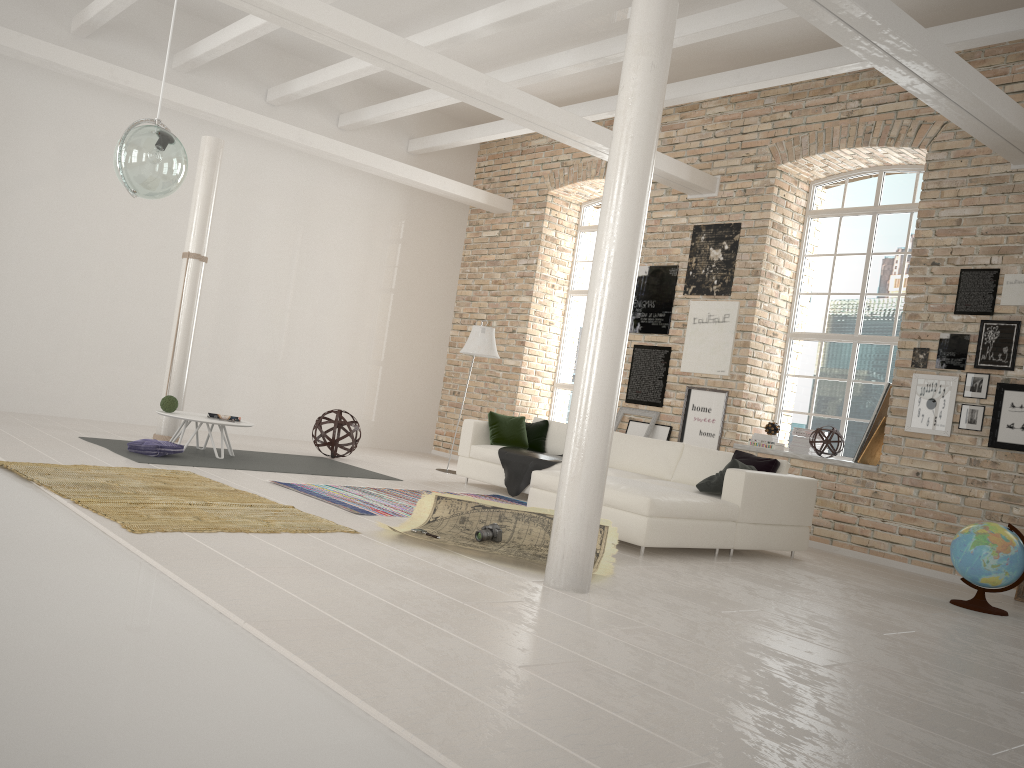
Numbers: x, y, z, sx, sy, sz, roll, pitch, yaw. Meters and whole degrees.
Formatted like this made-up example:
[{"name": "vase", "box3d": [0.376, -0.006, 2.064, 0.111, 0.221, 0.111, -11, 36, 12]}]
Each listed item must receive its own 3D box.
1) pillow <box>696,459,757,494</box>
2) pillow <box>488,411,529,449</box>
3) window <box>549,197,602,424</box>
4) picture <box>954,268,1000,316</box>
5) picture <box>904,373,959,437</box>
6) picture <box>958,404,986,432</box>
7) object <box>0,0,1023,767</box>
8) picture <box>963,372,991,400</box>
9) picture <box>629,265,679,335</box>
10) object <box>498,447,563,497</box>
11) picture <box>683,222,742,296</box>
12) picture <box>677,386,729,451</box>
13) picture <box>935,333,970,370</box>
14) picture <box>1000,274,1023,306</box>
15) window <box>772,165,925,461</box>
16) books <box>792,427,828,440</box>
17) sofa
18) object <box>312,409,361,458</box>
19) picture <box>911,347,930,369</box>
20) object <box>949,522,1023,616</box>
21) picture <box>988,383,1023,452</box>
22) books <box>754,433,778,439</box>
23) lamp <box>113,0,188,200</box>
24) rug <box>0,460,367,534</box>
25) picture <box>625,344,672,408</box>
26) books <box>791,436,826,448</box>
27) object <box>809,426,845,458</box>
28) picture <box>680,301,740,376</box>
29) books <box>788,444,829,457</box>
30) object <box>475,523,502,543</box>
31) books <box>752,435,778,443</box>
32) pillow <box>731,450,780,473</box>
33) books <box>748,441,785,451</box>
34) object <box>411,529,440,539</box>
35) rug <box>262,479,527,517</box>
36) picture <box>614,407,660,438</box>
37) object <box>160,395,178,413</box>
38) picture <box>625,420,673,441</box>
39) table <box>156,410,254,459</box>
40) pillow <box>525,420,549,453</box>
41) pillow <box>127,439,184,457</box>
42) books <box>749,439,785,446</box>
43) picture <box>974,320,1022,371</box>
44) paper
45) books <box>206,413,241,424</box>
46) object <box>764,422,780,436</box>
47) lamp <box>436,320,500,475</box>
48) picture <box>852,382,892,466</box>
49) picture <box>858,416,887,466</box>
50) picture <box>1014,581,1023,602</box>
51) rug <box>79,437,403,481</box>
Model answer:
[{"name": "pillow", "box3d": [1.719, 0.738, 7.144, 0.365, 0.305, 0.388, 8, -1, 40]}, {"name": "pillow", "box3d": [-0.044, 0.484, 9.312, 0.404, 0.343, 0.314, 9, -1, -14]}, {"name": "window", "box3d": [-2.823, -1.363, 8.228, 10.681, 3.654, 1.528, 10, -1, -39]}, {"name": "picture", "box3d": [3.913, -0.776, 7.508, 0.017, 0.394, 0.316, 9, -1, -41]}, {"name": "picture", "box3d": [3.612, 0.176, 7.682, 0.012, 0.514, 0.391, 9, -1, -41]}, {"name": "picture", "box3d": [3.828, 0.280, 7.424, 0.011, 0.213, 0.188, 9, -1, -41]}, {"name": "object", "box3d": [-0.802, -1.479, 5.994, 11.071, 4.797, 10.826, 10, -1, -40]}, {"name": "picture", "box3d": [3.869, 0.015, 7.425, 0.011, 0.213, 0.188, 9, -1, -41]}, {"name": "picture", "box3d": [1.598, -0.963, 10.180, 0.034, 0.785, 0.631, 9, -1, -41]}, {"name": "object", "box3d": [0.333, 0.907, 8.784, 0.723, 0.464, 0.957, 10, -1, -42]}, {"name": "picture", "box3d": [2.162, -1.339, 9.624, 0.034, 0.783, 0.629, 9, -1, -41]}, {"name": "picture", "box3d": [2.011, 0.418, 9.459, 0.011, 0.756, 0.554, 9, -1, -41]}, {"name": "picture", "box3d": [3.756, -0.277, 7.601, 0.013, 0.306, 0.245, 9, -1, -41]}, {"name": "picture", "box3d": [4.118, -0.770, 7.281, 0.011, 0.259, 0.207, 9, -1, -41]}, {"name": "window", "box3d": [-0.531, -1.400, 5.631, 10.681, 2.988, 1.529, 10, -1, -39]}, {"name": "books", "box3d": [2.995, 0.498, 8.952, 0.324, 0.085, 0.215, 8, -1, 31]}, {"name": "sofa", "box3d": [0.582, 0.799, 8.022, 2.028, 0.841, 3.502, 10, -1, -41]}, {"name": "object", "box3d": [-1.947, 0.552, 9.895, 0.568, 0.543, 0.514, 8, -1, 26]}, {"name": "picture", "box3d": [3.572, -0.228, 7.803, 0.008, 0.178, 0.143, 9, -1, -37]}, {"name": "object", "box3d": [3.260, 1.247, 6.124, 0.450, 0.631, 0.445, 9, -1, 0]}, {"name": "picture", "box3d": [4.183, 0.285, 7.010, 0.029, 0.535, 0.762, 9, -1, -41]}, {"name": "books", "box3d": [2.574, 0.524, 9.023, 0.197, 0.030, 0.164, 8, -1, 39]}, {"name": "lamp", "box3d": [-2.411, -2.047, 6.153, 0.477, 1.598, 0.528, 9, 0, -26]}, {"name": "rug", "box3d": [-2.192, 0.699, 5.663, 2.354, 0.021, 1.432, 8, -2, 44]}, {"name": "picture", "box3d": [1.552, -0.095, 10.099, 0.060, 0.680, 0.546, 9, -1, -41]}, {"name": "books", "box3d": [2.994, 0.584, 8.948, 0.254, 0.088, 0.296, 8, -1, 45]}, {"name": "object", "box3d": [3.008, 0.552, 8.521, 0.327, 0.307, 0.286, 8, -1, 41]}, {"name": "picture", "box3d": [2.109, -0.496, 9.508, 0.034, 0.784, 0.630, 9, -1, -41]}, {"name": "books", "box3d": [2.980, 0.666, 8.948, 0.297, 0.088, 0.253, 9, -1, -35]}, {"name": "object", "box3d": [-0.165, 0.955, 5.761, 0.158, 0.124, 0.159, 9, -1, -40]}, {"name": "books", "box3d": [2.564, 0.558, 9.029, 0.217, 0.040, 0.181, 8, -1, 36]}, {"name": "pillow", "box3d": [1.970, 0.764, 7.446, 0.226, 0.390, 0.455, 9, -1, -40]}, {"name": "books", "box3d": [2.565, 0.625, 8.998, 0.204, 0.048, 0.296, 10, -2, -44]}, {"name": "object", "box3d": [-0.530, 0.946, 5.616, 0.090, 0.019, 0.243, 10, -2, -45]}, {"name": "rug", "box3d": [-0.594, 0.988, 7.357, 2.501, 0.008, 1.506, 10, -2, -41]}, {"name": "picture", "box3d": [1.315, 0.557, 10.039, 0.265, 0.582, 0.581, 9, -1, -41]}, {"name": "object", "box3d": [-3.143, 0.185, 8.177, 0.170, 0.164, 0.155, 8, -1, 26]}, {"name": "picture", "box3d": [1.465, 0.709, 9.937, 0.137, 0.568, 0.615, 9, -1, -41]}, {"name": "table", "box3d": [-2.880, 0.479, 8.305, 0.865, 0.342, 0.958, 9, -1, -26]}, {"name": "pillow", "box3d": [0.175, 0.536, 9.454, 0.420, 0.365, 0.307, 9, -1, 7]}, {"name": "pillow", "box3d": [-3.046, 0.557, 7.620, 0.374, 0.164, 0.335, 8, -1, 26]}, {"name": "books", "box3d": [2.573, 0.589, 8.995, 0.204, 0.024, 0.290, 10, -2, -44]}, {"name": "picture", "box3d": [3.991, -0.321, 7.333, 0.009, 0.409, 0.312, 9, -1, -41]}, {"name": "paper", "box3d": [-0.076, 0.894, 5.545, 1.524, 0.265, 1.021, 8, -1, 16]}, {"name": "books", "box3d": [-2.677, 0.313, 8.291, 0.299, 0.048, 0.381, 9, -1, -11]}, {"name": "object", "box3d": [2.637, 0.454, 9.035, 0.140, 0.137, 0.146, 9, -1, -13]}, {"name": "lamp", "box3d": [-0.484, 0.163, 10.148, 0.444, 1.775, 1.016, 9, 0, -9]}, {"name": "picture", "box3d": [3.467, 0.389, 8.248, 0.549, 0.763, 0.262, 9, -1, -39]}, {"name": "picture", "box3d": [3.354, 0.529, 8.130, 0.338, 0.460, 0.185, 9, -1, -40]}, {"name": "picture", "box3d": [4.164, 1.326, 6.708, 0.208, 0.748, 0.540, 9, -1, -41]}, {"name": "rug", "box3d": [-2.508, 0.710, 8.384, 2.533, 0.041, 1.538, 10, -2, -41]}]
